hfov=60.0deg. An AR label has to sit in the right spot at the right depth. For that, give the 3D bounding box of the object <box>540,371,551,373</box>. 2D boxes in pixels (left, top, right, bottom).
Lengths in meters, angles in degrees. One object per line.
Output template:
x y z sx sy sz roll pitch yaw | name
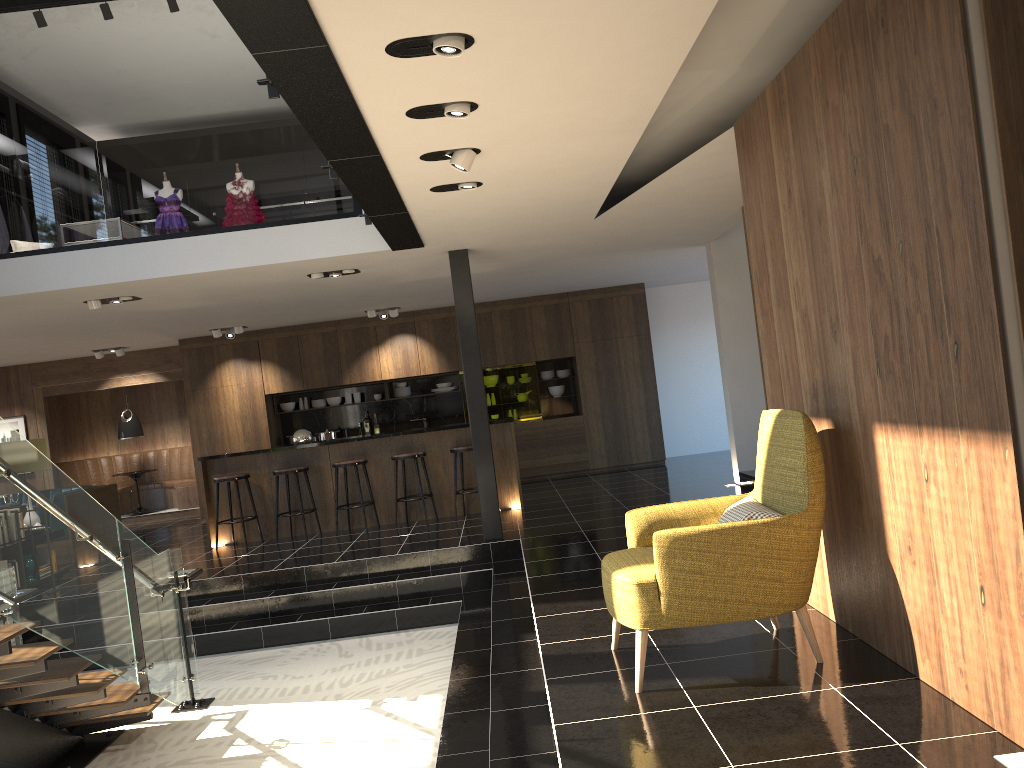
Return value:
0.538 -0.178 13.664 0.220 0.033 0.220 -7 0 9 | object

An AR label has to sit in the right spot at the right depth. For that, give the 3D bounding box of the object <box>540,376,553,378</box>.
0.548 -0.098 13.664 0.220 0.033 0.220 -7 0 9 | object

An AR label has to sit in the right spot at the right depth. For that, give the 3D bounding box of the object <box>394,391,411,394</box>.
-1.691 0.141 13.701 0.269 0.024 0.269 -7 -1 37 | object

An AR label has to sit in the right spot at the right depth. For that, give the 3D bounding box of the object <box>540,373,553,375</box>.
0.542 -0.143 13.664 0.220 0.033 0.220 -7 0 9 | object

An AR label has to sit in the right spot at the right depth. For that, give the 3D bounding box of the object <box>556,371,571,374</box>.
0.796 -0.164 13.669 0.220 0.033 0.220 -7 0 -18 | object

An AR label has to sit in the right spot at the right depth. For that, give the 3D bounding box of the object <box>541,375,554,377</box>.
0.546 -0.110 13.664 0.220 0.033 0.220 -7 0 9 | object

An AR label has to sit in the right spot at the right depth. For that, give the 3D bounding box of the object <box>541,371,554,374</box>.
0.539 -0.166 13.664 0.220 0.033 0.220 -7 0 9 | object

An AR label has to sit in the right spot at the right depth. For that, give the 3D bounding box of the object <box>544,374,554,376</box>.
0.545 -0.120 13.664 0.220 0.033 0.220 -7 0 9 | object

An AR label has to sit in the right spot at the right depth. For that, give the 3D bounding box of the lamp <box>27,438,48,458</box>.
-4.572 1.257 8.235 0.437 1.445 0.637 -7 0 24 | lamp

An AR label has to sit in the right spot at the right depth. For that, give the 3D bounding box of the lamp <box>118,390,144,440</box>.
-6.095 0.378 14.060 0.389 0.974 0.389 -7 0 42 | lamp

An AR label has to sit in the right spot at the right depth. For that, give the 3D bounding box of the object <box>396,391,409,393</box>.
-1.692 0.133 13.701 0.269 0.024 0.269 -7 -1 37 | object

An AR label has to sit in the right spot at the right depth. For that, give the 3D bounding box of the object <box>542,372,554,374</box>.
0.541 -0.153 13.664 0.220 0.033 0.220 -7 0 9 | object

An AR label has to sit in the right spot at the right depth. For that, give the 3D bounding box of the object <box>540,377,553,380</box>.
0.549 -0.085 13.664 0.220 0.033 0.220 -7 0 9 | object

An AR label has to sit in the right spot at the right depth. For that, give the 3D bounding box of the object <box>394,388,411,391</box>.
-1.696 0.097 13.701 0.269 0.024 0.269 -7 -1 37 | object

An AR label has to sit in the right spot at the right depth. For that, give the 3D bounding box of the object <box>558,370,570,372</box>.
0.793 -0.184 13.668 0.220 0.033 0.220 -7 0 -18 | object

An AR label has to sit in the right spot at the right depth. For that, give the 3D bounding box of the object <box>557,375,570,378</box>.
0.802 -0.116 13.669 0.220 0.033 0.220 -7 0 -18 | object

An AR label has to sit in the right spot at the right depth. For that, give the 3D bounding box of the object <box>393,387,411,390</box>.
-1.698 0.079 13.701 0.269 0.024 0.269 -7 -1 37 | object

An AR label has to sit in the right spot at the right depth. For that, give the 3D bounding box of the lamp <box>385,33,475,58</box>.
-0.321 -1.347 3.406 0.346 0.177 0.195 -7 0 -1 | lamp

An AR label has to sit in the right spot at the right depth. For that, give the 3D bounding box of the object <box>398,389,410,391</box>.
-1.695 0.106 13.701 0.269 0.024 0.269 -7 -1 37 | object

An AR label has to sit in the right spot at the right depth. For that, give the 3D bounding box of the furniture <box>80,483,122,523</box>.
-6.353 1.811 10.782 2.609 0.822 1.365 -7 0 -1 | furniture

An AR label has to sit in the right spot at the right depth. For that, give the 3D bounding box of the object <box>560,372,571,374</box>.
0.797 -0.151 13.669 0.220 0.033 0.220 -7 0 -18 | object

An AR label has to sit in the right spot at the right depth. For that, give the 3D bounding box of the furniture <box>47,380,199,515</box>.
-6.054 0.916 14.539 2.638 2.335 1.174 -7 0 -2 | furniture

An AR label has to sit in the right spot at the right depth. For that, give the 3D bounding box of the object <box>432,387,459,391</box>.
-1.024 0.094 13.646 0.438 0.039 0.437 -7 -1 35 | object

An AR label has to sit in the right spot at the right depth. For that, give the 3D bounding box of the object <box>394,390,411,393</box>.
-1.693 0.124 13.701 0.269 0.024 0.269 -7 -1 37 | object

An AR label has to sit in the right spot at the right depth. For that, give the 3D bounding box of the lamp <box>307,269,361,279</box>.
-1.744 -1.133 8.664 0.501 0.194 0.349 -7 0 -1 | lamp

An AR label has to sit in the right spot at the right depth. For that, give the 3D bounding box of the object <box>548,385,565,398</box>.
0.696 0.119 13.677 0.264 0.170 0.264 -7 0 -26 | object

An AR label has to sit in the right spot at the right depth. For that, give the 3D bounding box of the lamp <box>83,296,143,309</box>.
-3.884 -0.850 8.624 0.501 0.231 0.349 -7 0 -1 | lamp

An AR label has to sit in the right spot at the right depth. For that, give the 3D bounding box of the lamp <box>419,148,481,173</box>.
-0.347 -1.295 4.957 0.346 0.247 0.195 -7 0 -1 | lamp

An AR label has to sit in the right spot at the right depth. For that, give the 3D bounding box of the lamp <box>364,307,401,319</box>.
-1.811 -1.049 12.416 0.501 0.280 0.349 -7 0 -1 | lamp

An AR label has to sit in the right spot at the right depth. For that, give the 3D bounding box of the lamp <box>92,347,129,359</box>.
-5.964 -0.528 13.167 0.501 0.280 0.349 -7 0 -1 | lamp

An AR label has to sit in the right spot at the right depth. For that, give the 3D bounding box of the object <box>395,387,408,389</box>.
-1.699 0.070 13.700 0.269 0.024 0.269 -7 -1 37 | object

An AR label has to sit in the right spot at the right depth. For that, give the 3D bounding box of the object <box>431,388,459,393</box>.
-1.022 0.107 13.646 0.438 0.039 0.437 -7 -1 35 | object

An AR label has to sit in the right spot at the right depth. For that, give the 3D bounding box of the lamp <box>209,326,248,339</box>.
-3.952 -0.777 12.376 0.501 0.294 0.349 -7 0 -1 | lamp

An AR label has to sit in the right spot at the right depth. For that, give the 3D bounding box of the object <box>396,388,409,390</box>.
-1.697 0.086 13.701 0.269 0.024 0.269 -7 -1 37 | object

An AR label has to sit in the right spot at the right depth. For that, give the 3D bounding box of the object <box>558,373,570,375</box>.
0.799 -0.141 13.669 0.220 0.033 0.220 -7 0 -18 | object

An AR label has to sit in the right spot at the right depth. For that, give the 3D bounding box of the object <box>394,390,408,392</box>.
-1.694 0.113 13.701 0.269 0.024 0.269 -7 -1 37 | object

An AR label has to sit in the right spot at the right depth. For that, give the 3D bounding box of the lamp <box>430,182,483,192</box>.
-0.367 -1.330 5.733 0.346 0.158 0.195 -7 0 -1 | lamp

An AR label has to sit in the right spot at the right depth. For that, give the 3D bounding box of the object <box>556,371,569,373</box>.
0.795 -0.174 13.669 0.220 0.033 0.220 -7 0 -18 | object

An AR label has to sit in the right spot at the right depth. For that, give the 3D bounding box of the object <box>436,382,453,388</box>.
-1.034 0.033 13.647 0.254 0.088 0.254 -7 0 24 | object

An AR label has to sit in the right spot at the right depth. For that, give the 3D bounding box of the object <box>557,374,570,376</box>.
0.800 -0.129 13.669 0.220 0.033 0.220 -7 0 -18 | object

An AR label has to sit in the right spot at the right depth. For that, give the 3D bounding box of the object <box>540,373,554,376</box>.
0.544 -0.133 13.664 0.220 0.033 0.220 -7 0 9 | object

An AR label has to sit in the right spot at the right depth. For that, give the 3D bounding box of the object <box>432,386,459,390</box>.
-1.025 0.080 13.646 0.438 0.039 0.437 -7 -1 35 | object

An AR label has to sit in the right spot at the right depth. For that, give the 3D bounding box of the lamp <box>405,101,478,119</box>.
-0.336 -1.338 4.182 0.346 0.177 0.195 -7 0 -1 | lamp

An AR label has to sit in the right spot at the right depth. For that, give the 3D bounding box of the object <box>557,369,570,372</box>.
0.792 -0.197 13.668 0.220 0.033 0.220 -7 0 -18 | object

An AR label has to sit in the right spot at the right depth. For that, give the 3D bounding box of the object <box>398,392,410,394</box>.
-1.689 0.151 13.701 0.269 0.024 0.269 -7 -1 37 | object
